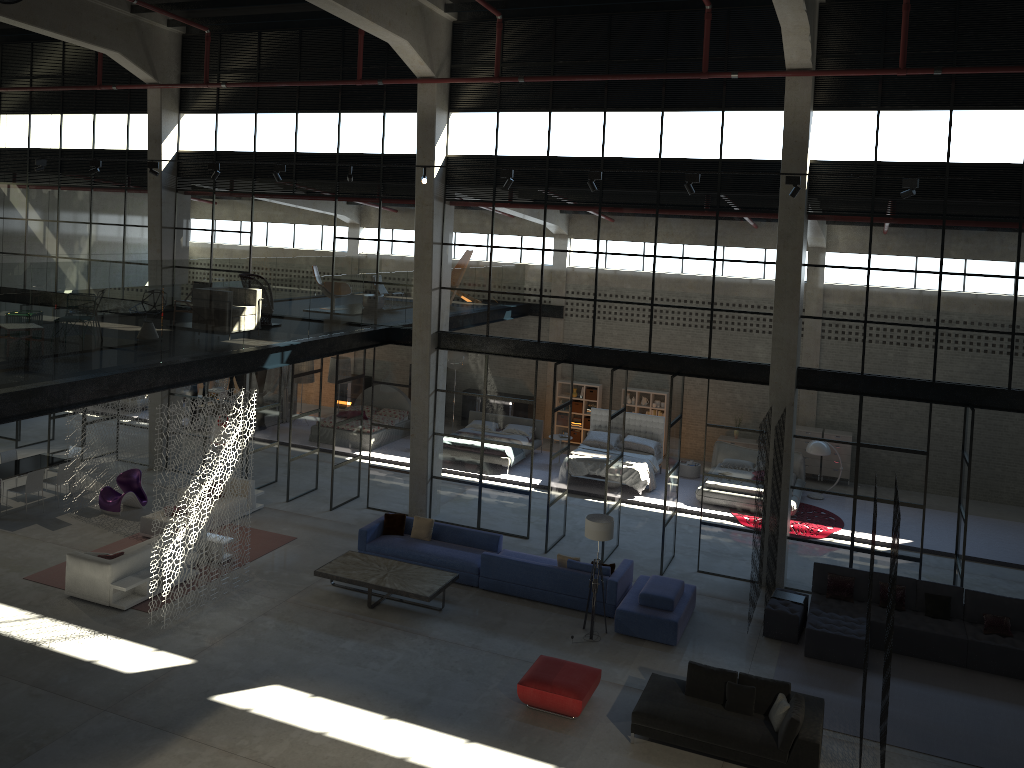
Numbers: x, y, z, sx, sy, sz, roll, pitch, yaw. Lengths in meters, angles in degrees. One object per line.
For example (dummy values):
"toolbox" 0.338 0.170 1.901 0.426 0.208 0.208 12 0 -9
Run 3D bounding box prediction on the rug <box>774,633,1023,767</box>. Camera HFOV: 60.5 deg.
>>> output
"rug" 5.383 4.191 11.633 3.642 0.020 2.673 7 11 22

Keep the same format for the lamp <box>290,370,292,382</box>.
"lamp" -5.936 0.195 25.046 0.800 1.913 0.688 1 3 -26

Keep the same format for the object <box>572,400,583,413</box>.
"object" 1.859 0.629 24.537 0.325 0.295 0.326 5 7 22

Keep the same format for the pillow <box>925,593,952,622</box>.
"pillow" 6.442 3.377 13.261 0.385 0.333 0.220 5 5 19

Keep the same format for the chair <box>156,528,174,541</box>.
"chair" -5.797 2.594 14.520 0.269 0.316 0.397 4 7 9

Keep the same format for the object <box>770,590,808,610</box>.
"object" 4.317 3.362 13.684 0.520 0.099 0.303 8 11 27

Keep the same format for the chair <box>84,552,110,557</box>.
"chair" -6.438 2.724 13.704 0.390 0.270 0.322 2 7 -3

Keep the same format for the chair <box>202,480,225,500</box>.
"chair" -5.882 2.092 17.311 0.411 0.333 0.259 -2 7 -35

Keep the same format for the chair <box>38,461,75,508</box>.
"chair" -9.150 1.970 17.652 0.547 0.865 0.422 5 4 22

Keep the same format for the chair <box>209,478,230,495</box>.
"chair" -5.827 2.059 17.508 0.381 0.335 0.256 -2 7 -34

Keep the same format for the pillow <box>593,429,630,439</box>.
"pillow" 2.429 1.371 21.952 1.057 0.320 0.493 7 8 22

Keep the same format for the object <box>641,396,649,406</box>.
"object" 3.606 0.466 23.789 0.165 0.249 0.167 1 5 -23

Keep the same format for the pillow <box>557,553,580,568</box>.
"pillow" 0.926 2.956 14.226 0.403 0.379 0.208 5 4 23

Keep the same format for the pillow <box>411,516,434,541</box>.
"pillow" -1.597 2.580 15.645 0.403 0.379 0.208 5 4 23

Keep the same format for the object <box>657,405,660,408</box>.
"object" 3.940 0.608 23.599 0.065 0.063 0.066 1 7 -20

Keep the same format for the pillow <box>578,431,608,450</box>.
"pillow" 2.226 1.406 21.705 1.031 0.371 0.671 7 9 25

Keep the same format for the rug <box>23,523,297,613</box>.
"rug" -5.917 2.998 15.217 2.657 0.020 3.664 7 11 21

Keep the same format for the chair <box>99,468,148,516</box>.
"chair" -7.729 2.131 17.474 0.658 0.743 0.803 5 7 22

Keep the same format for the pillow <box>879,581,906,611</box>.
"pillow" 5.854 3.273 13.505 0.408 0.375 0.193 5 4 22

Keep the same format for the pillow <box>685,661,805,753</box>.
"pillow" 2.856 3.720 10.389 0.743 0.415 1.601 -4 11 -38

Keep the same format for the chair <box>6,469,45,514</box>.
"chair" -9.415 2.072 17.004 0.547 0.865 0.422 5 4 22

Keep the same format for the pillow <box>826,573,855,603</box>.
"pillow" 5.160 3.202 13.778 0.415 0.343 0.237 6 5 23

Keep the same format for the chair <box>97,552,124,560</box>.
"chair" -6.196 2.748 13.581 0.402 0.333 0.285 0 6 -23

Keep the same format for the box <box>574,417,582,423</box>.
"box" 1.848 1.013 24.601 0.214 0.108 0.132 6 8 22

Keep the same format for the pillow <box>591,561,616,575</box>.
"pillow" 1.447 3.016 14.059 0.398 0.369 0.262 3 5 1

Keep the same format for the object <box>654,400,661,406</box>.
"object" 3.935 0.528 23.748 0.174 0.168 0.176 2 6 -11

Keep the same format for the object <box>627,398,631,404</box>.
"object" 3.199 0.470 23.913 0.110 0.156 0.110 6 6 33

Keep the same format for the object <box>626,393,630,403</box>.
"object" 3.182 0.390 24.044 0.094 0.261 0.095 2 3 -17

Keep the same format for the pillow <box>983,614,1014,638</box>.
"pillow" 7.124 3.548 12.873 0.385 0.230 0.329 6 8 22

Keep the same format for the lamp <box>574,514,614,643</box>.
"lamp" 1.223 2.877 12.952 0.431 1.733 0.671 4 3 19

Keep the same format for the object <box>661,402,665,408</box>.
"object" 4.088 0.564 23.686 0.142 0.136 0.142 8 8 39

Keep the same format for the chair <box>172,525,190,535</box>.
"chair" -5.649 2.553 14.786 0.269 0.320 0.399 5 7 24

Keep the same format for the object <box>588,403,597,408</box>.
"object" 2.254 0.619 24.402 0.261 0.133 0.059 6 4 22

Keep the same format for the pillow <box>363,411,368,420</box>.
"pillow" -4.287 0.825 23.574 0.876 0.211 0.639 3 9 1

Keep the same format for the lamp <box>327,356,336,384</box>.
"lamp" -4.925 0.198 25.300 0.800 1.912 0.688 1 3 -26

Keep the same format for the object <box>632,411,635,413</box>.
"object" 3.317 0.860 23.912 0.100 0.202 0.099 6 4 39

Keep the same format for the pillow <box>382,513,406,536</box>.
"pillow" -2.118 2.529 15.812 0.398 0.369 0.262 3 5 1

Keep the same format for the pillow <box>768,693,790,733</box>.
"pillow" 3.098 3.790 10.129 0.208 0.313 0.345 3 6 0

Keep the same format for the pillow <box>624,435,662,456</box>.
"pillow" 3.126 1.466 21.446 0.983 0.290 0.698 7 10 24

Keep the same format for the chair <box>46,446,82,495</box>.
"chair" -9.425 1.807 18.490 0.422 0.865 0.548 4 4 22

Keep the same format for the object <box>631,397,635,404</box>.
"object" 3.313 0.449 23.936 0.100 0.202 0.100 0 5 -40

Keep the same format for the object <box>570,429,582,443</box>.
"object" 1.812 1.449 24.566 0.325 0.295 0.326 5 7 22

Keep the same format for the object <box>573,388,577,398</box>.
"object" 1.751 0.252 24.484 0.154 0.246 0.155 4 4 13

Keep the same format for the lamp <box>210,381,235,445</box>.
"lamp" -5.244 0.507 15.970 0.442 1.094 0.441 5 3 30

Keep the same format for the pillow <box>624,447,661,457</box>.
"pillow" 3.155 1.551 21.518 0.963 0.328 0.722 7 9 23

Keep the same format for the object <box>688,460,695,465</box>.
"object" 4.430 1.932 21.618 0.169 0.089 0.169 9 10 35

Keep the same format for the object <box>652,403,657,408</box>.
"object" 3.838 0.571 23.640 0.116 0.112 0.116 6 7 24

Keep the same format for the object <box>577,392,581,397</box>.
"object" 1.858 0.294 24.605 0.184 0.131 0.187 1 8 -14

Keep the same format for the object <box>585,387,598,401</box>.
"object" 2.247 0.274 24.375 0.325 0.295 0.326 5 7 22

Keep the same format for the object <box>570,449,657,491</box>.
"object" 2.256 1.985 20.613 2.290 0.655 0.657 7 7 25

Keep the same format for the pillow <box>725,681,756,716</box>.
"pillow" 2.711 3.726 10.409 0.344 0.305 0.188 5 5 20

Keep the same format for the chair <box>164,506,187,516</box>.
"chair" -6.237 2.337 16.251 0.414 0.107 0.412 -1 10 -22

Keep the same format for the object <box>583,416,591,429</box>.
"object" 2.198 1.081 24.404 0.325 0.295 0.326 5 7 22
